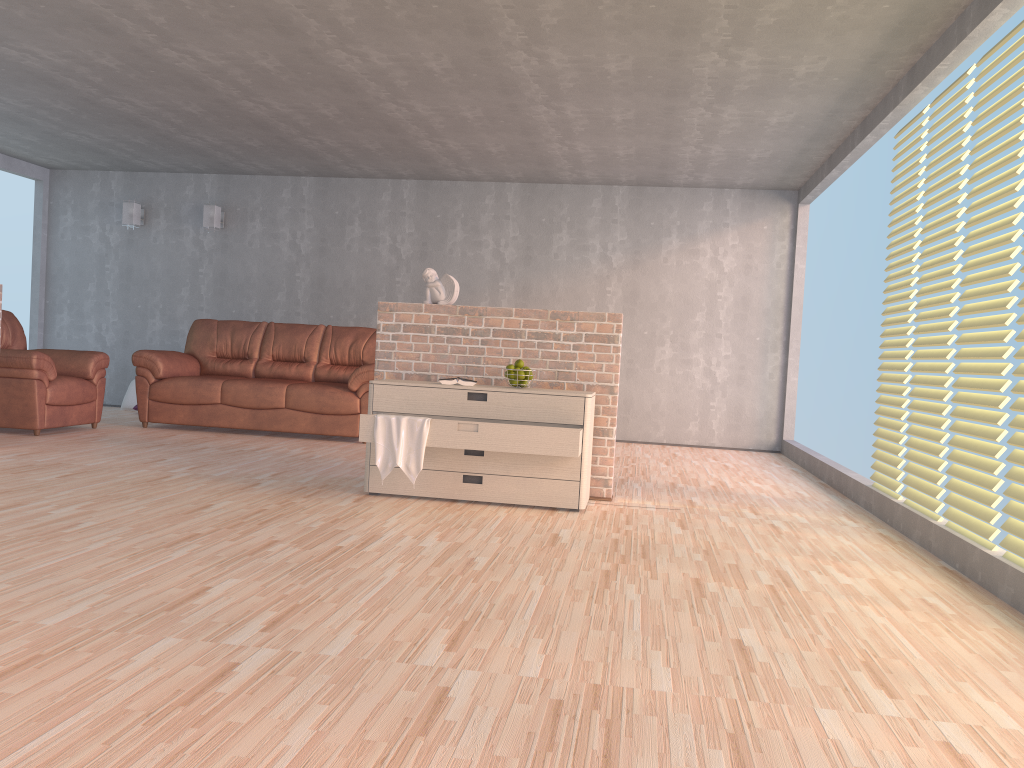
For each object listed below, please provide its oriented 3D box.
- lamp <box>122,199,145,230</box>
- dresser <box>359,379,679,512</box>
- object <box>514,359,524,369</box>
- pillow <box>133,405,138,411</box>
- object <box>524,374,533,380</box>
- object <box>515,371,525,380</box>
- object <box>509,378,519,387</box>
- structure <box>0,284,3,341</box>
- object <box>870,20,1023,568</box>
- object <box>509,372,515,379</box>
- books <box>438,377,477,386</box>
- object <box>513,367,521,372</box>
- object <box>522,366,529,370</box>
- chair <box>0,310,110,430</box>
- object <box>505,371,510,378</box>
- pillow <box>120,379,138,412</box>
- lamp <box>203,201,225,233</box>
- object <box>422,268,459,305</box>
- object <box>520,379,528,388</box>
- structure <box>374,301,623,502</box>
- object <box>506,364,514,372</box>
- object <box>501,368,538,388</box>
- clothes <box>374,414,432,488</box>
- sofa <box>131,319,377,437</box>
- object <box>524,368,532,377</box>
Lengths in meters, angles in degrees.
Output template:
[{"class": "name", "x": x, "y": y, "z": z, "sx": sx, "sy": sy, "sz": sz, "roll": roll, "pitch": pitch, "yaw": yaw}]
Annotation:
[{"class": "lamp", "x": -3.925, "y": -1.754, "z": 9.176, "sx": 0.165, "sy": 0.319, "sz": 0.168, "roll": 4, "pitch": 2, "yaw": 8}, {"class": "dresser", "x": 0.065, "y": 0.336, "z": 4.680, "sx": 1.686, "sy": 0.612, "sz": 0.605, "roll": 4, "pitch": 2, "yaw": 8}, {"class": "object", "x": 0.039, "y": -0.108, "z": 4.826, "sx": 0.054, "sy": 0.056, "sz": 0.054, "roll": 4, "pitch": 2, "yaw": 8}, {"class": "pillow", "x": -3.526, "y": 0.225, "z": 8.861, "sx": 0.392, "sy": 0.130, "sz": 0.365, "roll": 4, "pitch": 2, "yaw": 29}, {"class": "object", "x": 0.089, "y": -0.042, "z": 4.836, "sx": 0.053, "sy": 0.054, "sz": 0.053, "roll": 5, "pitch": 3, "yaw": 44}, {"class": "object", "x": 0.043, "y": -0.046, "z": 4.771, "sx": 0.057, "sy": 0.057, "sz": 0.057, "roll": 5, "pitch": 3, "yaw": 41}, {"class": "object", "x": 0.011, "y": -0.014, "z": 4.814, "sx": 0.059, "sy": 0.055, "sz": 0.060, "roll": 2, "pitch": 2, "yaw": -37}, {"class": "structure", "x": -4.023, "y": -0.154, "z": 5.733, "sx": 1.422, "sy": 1.057, "sz": 0.211, "roll": 4, "pitch": 2, "yaw": 8}, {"class": "object", "x": 1.875, "y": -0.368, "z": 3.044, "sx": 0.044, "sy": 2.114, "sz": 4.372, "roll": 4, "pitch": 2, "yaw": 8}, {"class": "object", "x": 0.002, "y": -0.047, "z": 4.777, "sx": 0.038, "sy": 0.040, "sz": 0.039, "roll": 4, "pitch": 2, "yaw": 17}, {"class": "books", "x": -0.293, "y": -0.015, "z": 4.809, "sx": 0.209, "sy": 0.040, "sz": 0.146, "roll": 3, "pitch": 2, "yaw": -2}, {"class": "object", "x": 0.027, "y": -0.071, "z": 4.799, "sx": 0.039, "sy": 0.038, "sz": 0.039, "roll": 5, "pitch": 2, "yaw": 37}, {"class": "object", "x": 0.076, "y": -0.076, "z": 4.816, "sx": 0.043, "sy": 0.043, "sz": 0.039, "roll": 3, "pitch": 2, "yaw": -6}, {"class": "chair", "x": -3.811, "y": -0.135, "z": 6.883, "sx": 0.936, "sy": 0.879, "sz": 0.970, "roll": 3, "pitch": 2, "yaw": 7}, {"class": "object", "x": -0.017, "y": -0.053, "z": 4.817, "sx": 0.046, "sy": 0.044, "sz": 0.046, "roll": 3, "pitch": 2, "yaw": 4}, {"class": "pillow", "x": -3.793, "y": 0.122, "z": 9.052, "sx": 0.327, "sy": 0.326, "sz": 0.241, "roll": 4, "pitch": 2, "yaw": 12}, {"class": "lamp", "x": -3.051, "y": -1.700, "z": 9.054, "sx": 0.165, "sy": 0.319, "sz": 0.177, "roll": 4, "pitch": 2, "yaw": 8}, {"class": "object", "x": -0.426, "y": -0.569, "z": 5.192, "sx": 0.216, "sy": 0.218, "sz": 0.131, "roll": 3, "pitch": 2, "yaw": 7}, {"class": "object", "x": 0.064, "y": -0.005, "z": 4.802, "sx": 0.046, "sy": 0.048, "sz": 0.048, "roll": 3, "pitch": 2, "yaw": -3}, {"class": "structure", "x": -0.098, "y": 0.087, "z": 5.166, "sx": 1.422, "sy": 1.057, "sz": 0.211, "roll": 4, "pitch": 2, "yaw": 8}, {"class": "object", "x": -0.010, "y": -0.085, "z": 4.790, "sx": 0.046, "sy": 0.045, "sz": 0.046, "roll": 3, "pitch": 2, "yaw": 8}, {"class": "object", "x": 0.040, "y": -0.029, "z": 4.821, "sx": 0.202, "sy": 0.104, "sz": 0.202, "roll": 3, "pitch": 2, "yaw": 2}, {"class": "clothes", "x": -0.551, "y": 0.343, "z": 4.478, "sx": 0.325, "sy": 0.369, "sz": 0.097, "roll": 4, "pitch": 2, "yaw": 9}, {"class": "sofa", "x": -2.057, "y": -0.089, "z": 7.748, "sx": 2.202, "sy": 0.923, "sz": 0.981, "roll": 4, "pitch": 2, "yaw": 8}, {"class": "object", "x": 0.086, "y": -0.061, "z": 4.775, "sx": 0.046, "sy": 0.047, "sz": 0.047, "roll": 1, "pitch": 3, "yaw": -44}]
